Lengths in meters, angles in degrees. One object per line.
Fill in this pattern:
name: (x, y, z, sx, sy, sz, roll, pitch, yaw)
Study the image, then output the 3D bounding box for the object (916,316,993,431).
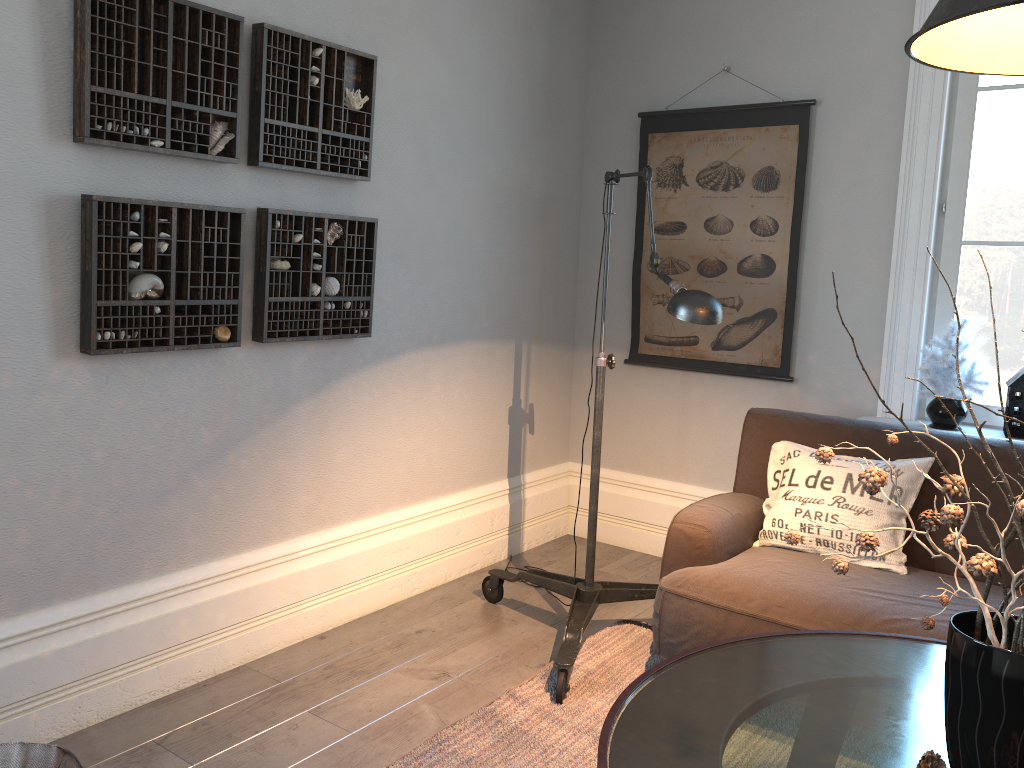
object: (1.608, -0.050, 3.271, 0.247, 0.423, 0.263, 0, 8, -18)

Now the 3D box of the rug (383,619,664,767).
rug: (0.816, 1.105, 1.501, 2.820, 0.090, 2.401, 8, 9, 36)

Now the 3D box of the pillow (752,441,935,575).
pillow: (1.055, 0.390, 2.879, 0.519, 0.368, 0.240, 8, 9, 36)

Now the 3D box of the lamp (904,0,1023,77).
lamp: (0.863, -1.030, 1.213, 0.504, 1.075, 0.504, 2, 7, -6)

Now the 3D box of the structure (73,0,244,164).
structure: (-0.956, -0.838, 2.418, 0.099, 0.415, 0.468, 8, 9, 36)

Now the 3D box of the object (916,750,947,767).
object: (0.750, 0.648, 1.347, 0.153, 0.067, 0.404, -3, 9, -36)

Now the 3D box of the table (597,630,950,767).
table: (0.780, 0.912, 1.464, 1.300, 0.503, 1.300, 7, 9, 29)

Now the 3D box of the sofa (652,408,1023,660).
sofa: (1.521, 0.640, 2.424, 2.166, 0.824, 0.969, 8, 9, 36)

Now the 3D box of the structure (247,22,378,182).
structure: (-0.619, -0.882, 2.834, 0.105, 0.415, 0.468, 8, 9, 36)

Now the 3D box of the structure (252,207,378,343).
structure: (-0.637, -0.353, 2.923, 0.086, 0.415, 0.468, 8, 9, 36)

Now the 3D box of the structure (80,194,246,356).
structure: (-0.963, -0.301, 2.484, 0.086, 0.415, 0.468, 8, 9, 36)

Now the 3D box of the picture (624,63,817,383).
picture: (0.874, -0.700, 3.819, 0.793, 1.312, 0.057, 8, 9, 36)

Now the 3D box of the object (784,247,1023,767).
object: (0.858, 0.156, 1.252, 0.853, 1.065, 0.526, 3, 7, 7)

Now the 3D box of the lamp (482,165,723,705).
lamp: (0.359, 0.074, 3.272, 0.797, 1.643, 1.865, 0, 8, -16)

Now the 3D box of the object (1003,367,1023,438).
object: (1.828, 0.050, 3.127, 0.155, 0.284, 0.155, 6, 8, 26)

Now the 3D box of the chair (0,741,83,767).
chair: (-0.865, 0.752, 0.963, 0.970, 0.794, 0.808, 1, 8, -13)
